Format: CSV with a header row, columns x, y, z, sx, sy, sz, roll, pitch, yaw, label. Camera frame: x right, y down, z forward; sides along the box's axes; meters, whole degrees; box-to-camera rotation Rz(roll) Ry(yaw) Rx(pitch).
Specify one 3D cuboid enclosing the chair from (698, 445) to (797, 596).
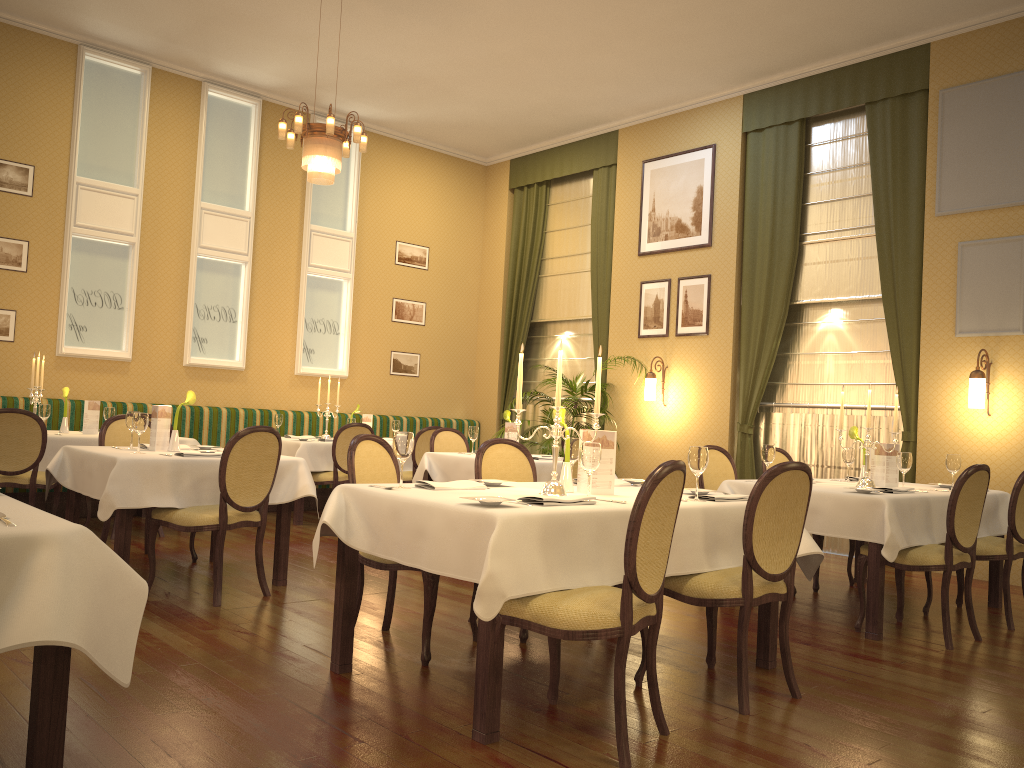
x,y,z,sx,sy,sz,roll,pitch,yaw,label
1.522,0.895,5.842,0.530,0.955,0.571,5,-3,-41,chair

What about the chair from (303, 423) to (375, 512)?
x,y,z,sx,sy,sz,roll,pitch,yaw,label
-1.598,0.824,8.183,0.530,0.955,0.571,5,-3,-41,chair

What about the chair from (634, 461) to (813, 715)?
x,y,z,sx,sy,sz,roll,pitch,yaw,label
0.886,0.775,3.621,0.530,0.955,0.571,5,-3,-41,chair

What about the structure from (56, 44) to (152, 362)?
x,y,z,sx,sy,sz,roll,pitch,yaw,label
-3.976,-1.732,8.654,0.687,2.985,0.200,5,-3,-41,structure

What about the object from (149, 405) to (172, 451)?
x,y,z,sx,sy,sz,roll,pitch,yaw,label
-2.146,0.267,5.366,0.081,0.277,0.166,3,-2,5,object

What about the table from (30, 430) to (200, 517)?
x,y,z,sx,sy,sz,roll,pitch,yaw,label
-3.574,0.775,7.135,2.152,0.759,1.385,5,-3,-41,table

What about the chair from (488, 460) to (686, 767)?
x,y,z,sx,sy,sz,roll,pitch,yaw,label
0.273,0.719,3.019,0.571,0.955,0.530,2,-3,29,chair

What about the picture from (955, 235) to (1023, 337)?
x,y,z,sx,sy,sz,roll,pitch,yaw,label
3.763,-0.762,6.973,0.027,0.769,0.512,5,-3,-41,picture

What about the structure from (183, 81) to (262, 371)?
x,y,z,sx,sy,sz,roll,pitch,yaw,label
-3.082,-1.654,9.445,0.661,2.985,0.200,5,-3,-41,structure

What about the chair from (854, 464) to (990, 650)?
x,y,z,sx,sy,sz,roll,pitch,yaw,label
2.255,0.894,4.832,0.530,0.955,0.571,5,-3,-41,chair

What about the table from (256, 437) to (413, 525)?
x,y,z,sx,sy,sz,roll,pitch,yaw,label
-1.557,0.951,8.920,2.152,0.759,1.385,5,-3,-41,table

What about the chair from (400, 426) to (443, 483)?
x,y,z,sx,sy,sz,roll,pitch,yaw,label
-0.946,0.879,8.715,0.530,0.955,0.571,5,-3,-41,chair

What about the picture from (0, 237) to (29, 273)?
x,y,z,sx,sy,sz,roll,pitch,yaw,label
-4.622,-1.187,8.063,0.401,0.294,0.008,5,-3,-41,picture

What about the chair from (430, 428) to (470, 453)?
x,y,z,sx,sy,sz,roll,pitch,yaw,label
-0.415,0.865,7.641,0.530,0.955,0.571,5,-3,-41,chair

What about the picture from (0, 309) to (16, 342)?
x,y,z,sx,sy,sz,roll,pitch,yaw,label
-4.670,-0.538,8.025,0.313,0.294,0.008,5,-3,-41,picture

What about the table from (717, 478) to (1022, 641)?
x,y,z,sx,sy,sz,roll,pitch,yaw,label
2.296,1.021,5.569,2.152,0.759,1.385,5,-3,-41,table

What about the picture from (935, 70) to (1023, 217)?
x,y,z,sx,sy,sz,roll,pitch,yaw,label
3.847,-1.911,6.992,0.027,1.057,0.966,5,-3,-41,picture

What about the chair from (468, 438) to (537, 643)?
x,y,z,sx,sy,sz,roll,pitch,yaw,label
0.102,0.771,4.585,0.530,0.955,0.571,5,-3,-41,chair

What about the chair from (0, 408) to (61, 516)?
x,y,z,sx,sy,sz,roll,pitch,yaw,label
-3.589,0.650,6.412,0.530,0.955,0.571,4,-2,-16,chair

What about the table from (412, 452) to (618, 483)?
x,y,z,sx,sy,sz,roll,pitch,yaw,label
0.042,0.963,7.107,1.395,0.759,1.389,5,-3,-40,table

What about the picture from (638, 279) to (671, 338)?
x,y,z,sx,sy,sz,roll,pitch,yaw,label
1.524,-0.807,9.514,0.022,0.619,0.412,5,-3,-41,picture

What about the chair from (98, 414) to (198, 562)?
x,y,z,sx,sy,sz,roll,pitch,yaw,label
-2.427,0.689,5.865,0.571,0.955,0.530,1,-3,39,chair

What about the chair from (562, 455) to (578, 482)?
x,y,z,sx,sy,sz,roll,pitch,yaw,label
0.369,0.868,6.677,0.530,0.955,0.571,5,-3,-41,chair

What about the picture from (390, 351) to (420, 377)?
x,y,z,sx,sy,sz,roll,pitch,yaw,label
-1.322,-0.246,10.987,0.437,0.294,0.008,5,-3,-41,picture

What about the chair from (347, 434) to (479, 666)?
x,y,z,sx,sy,sz,roll,pitch,yaw,label
-0.466,0.722,4.095,0.571,0.955,0.530,2,-2,24,chair

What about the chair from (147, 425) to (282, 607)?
x,y,z,sx,sy,sz,roll,pitch,yaw,label
-1.623,0.694,4.912,0.571,0.955,0.530,2,-3,29,chair

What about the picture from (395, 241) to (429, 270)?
x,y,z,sx,sy,sz,roll,pitch,yaw,label
-1.241,-1.599,11.050,0.504,0.294,0.008,5,-3,-41,picture

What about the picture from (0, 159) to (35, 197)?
x,y,z,sx,sy,sz,roll,pitch,yaw,label
-4.585,-1.891,8.090,0.401,0.294,0.008,5,-3,-41,picture

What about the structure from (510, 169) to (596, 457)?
x,y,z,sx,sy,sz,roll,pitch,yaw,label
0.614,-0.740,10.809,0.123,4.511,1.942,5,-3,-41,structure

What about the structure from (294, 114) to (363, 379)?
x,y,z,sx,sy,sz,roll,pitch,yaw,label
-2.134,-1.571,10.285,0.670,2.985,0.200,5,-3,-41,structure

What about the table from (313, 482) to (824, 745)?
x,y,z,sx,sy,sz,roll,pitch,yaw,label
0.297,0.846,3.800,2.152,0.759,1.385,5,-3,-41,table

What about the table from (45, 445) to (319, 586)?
x,y,z,sx,sy,sz,roll,pitch,yaw,label
-1.974,0.787,5.323,1.395,0.759,1.389,5,-3,-40,table

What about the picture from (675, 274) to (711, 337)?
x,y,z,sx,sy,sz,roll,pitch,yaw,label
1.862,-0.804,9.133,0.022,0.619,0.412,5,-3,-41,picture

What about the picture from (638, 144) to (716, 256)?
x,y,z,sx,sy,sz,roll,pitch,yaw,label
1.729,-1.928,9.388,0.027,1.057,0.966,5,-3,-41,picture

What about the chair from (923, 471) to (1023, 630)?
x,y,z,sx,sy,sz,roll,pitch,yaw,label
2.884,0.949,5.389,0.530,0.955,0.571,5,-3,-41,chair

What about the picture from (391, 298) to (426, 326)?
x,y,z,sx,sy,sz,roll,pitch,yaw,label
-1.278,-0.895,11.022,0.504,0.294,0.008,5,-3,-41,picture

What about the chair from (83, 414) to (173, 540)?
x,y,z,sx,sy,sz,roll,pitch,yaw,label
-2.984,0.703,6.954,0.530,0.955,0.571,5,-3,-41,chair

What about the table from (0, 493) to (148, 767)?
x,y,z,sx,sy,sz,roll,pitch,yaw,label
-1.937,0.651,1.823,2.152,0.759,1.385,5,-3,-41,table

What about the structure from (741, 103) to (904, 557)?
x,y,z,sx,sy,sz,roll,pitch,yaw,label
2.930,-0.722,8.182,0.134,4.511,1.900,5,-3,-41,structure

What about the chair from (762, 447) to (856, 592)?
x,y,z,sx,sy,sz,roll,pitch,yaw,label
2.100,0.946,6.353,0.530,0.955,0.571,5,-3,-41,chair

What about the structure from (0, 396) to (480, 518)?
x,y,z,sx,sy,sz,roll,pitch,yaw,label
-5.716,0.511,6.576,14.516,1.031,0.850,5,-3,-41,structure
